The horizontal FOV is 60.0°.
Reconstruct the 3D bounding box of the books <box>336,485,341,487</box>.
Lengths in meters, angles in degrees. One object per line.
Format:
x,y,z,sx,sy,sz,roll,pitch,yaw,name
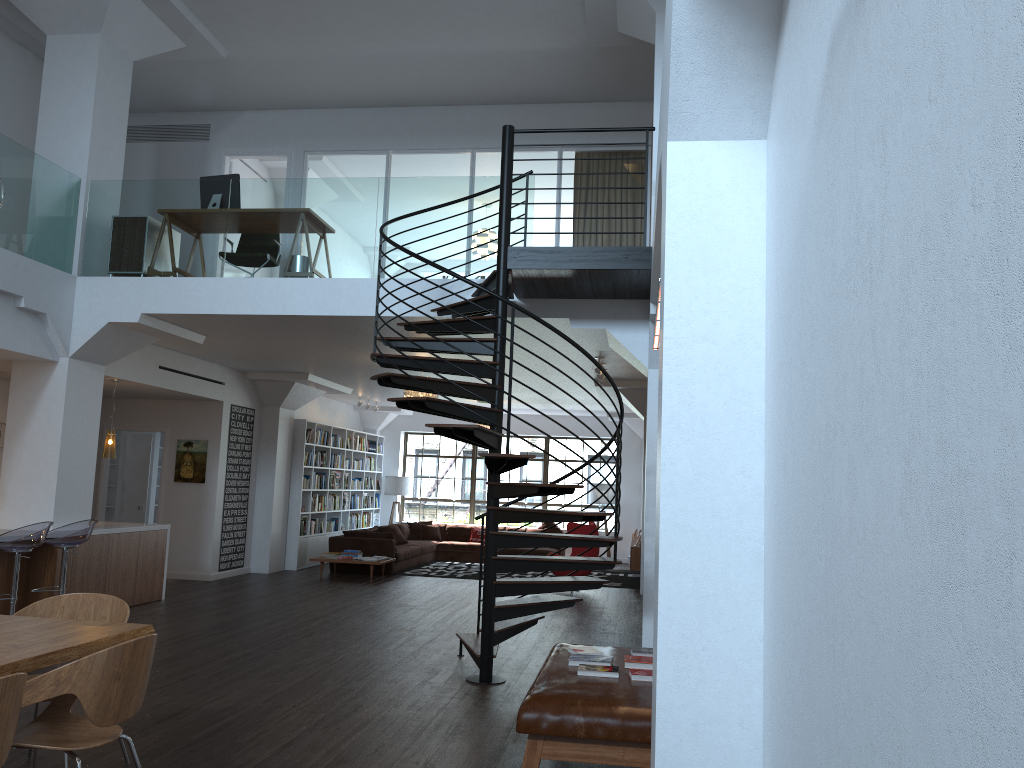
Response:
-3.237,1.856,16.124,0.160,0.039,0.251,1,-7,13,books

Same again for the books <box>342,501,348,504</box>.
-3.193,2.204,16.548,0.231,0.044,0.168,2,-7,3,books

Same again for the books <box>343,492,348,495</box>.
-3.175,2.043,16.549,0.185,0.041,0.129,-1,-7,23,books

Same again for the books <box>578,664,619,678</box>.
0.478,1.581,4.887,0.224,0.032,0.161,1,-7,8,books

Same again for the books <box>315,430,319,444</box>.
-3.367,0.897,14.979,0.170,0.251,0.118,1,-7,8,books

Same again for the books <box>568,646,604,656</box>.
0.453,1.653,5.477,0.161,0.031,0.223,4,-7,-14,books

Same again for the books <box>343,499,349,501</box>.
-3.196,2.162,16.545,0.253,0.040,0.183,1,-7,8,books

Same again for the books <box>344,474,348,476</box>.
-3.176,1.693,16.494,0.223,0.031,0.161,1,-7,8,books

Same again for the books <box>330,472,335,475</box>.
-3.271,1.595,15.769,0.174,0.045,0.240,1,-7,8,books

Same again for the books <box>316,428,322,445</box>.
-3.349,0.894,15.120,0.176,0.293,0.125,1,-7,8,books

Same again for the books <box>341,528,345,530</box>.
-3.260,2.682,16.455,0.284,0.035,0.197,1,-7,8,books

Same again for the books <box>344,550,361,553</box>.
-2.496,2.620,13.896,0.224,0.027,0.157,1,-7,13,books

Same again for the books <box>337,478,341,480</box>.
-3.233,1.731,16.144,0.183,0.042,0.253,1,-7,8,books

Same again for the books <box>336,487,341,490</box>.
-3.235,1.895,16.121,0.171,0.039,0.246,1,-7,8,books

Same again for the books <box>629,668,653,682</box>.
0.754,1.585,4.821,0.224,0.036,0.161,2,-7,3,books

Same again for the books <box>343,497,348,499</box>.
-3.188,2.129,16.555,0.223,0.032,0.161,1,-7,8,books

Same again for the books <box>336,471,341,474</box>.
-3.219,1.610,16.175,0.129,0.043,0.185,-1,-7,23,books

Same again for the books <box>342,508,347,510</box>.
-3.207,2.320,16.522,0.246,0.038,0.171,1,-7,8,books

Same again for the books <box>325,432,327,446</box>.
-3.306,0.948,15.365,0.174,0.243,0.085,1,-7,8,books

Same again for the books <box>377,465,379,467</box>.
-2.904,1.710,18.520,0.204,0.025,0.144,-3,-8,38,books

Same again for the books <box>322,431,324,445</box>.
-3.321,0.932,15.248,0.159,0.248,0.089,1,-7,8,books

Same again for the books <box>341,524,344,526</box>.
-3.262,2.615,16.467,0.254,0.032,0.174,1,-7,13,books

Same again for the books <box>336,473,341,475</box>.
-3.227,1.643,16.176,0.144,0.024,0.208,1,-7,13,books

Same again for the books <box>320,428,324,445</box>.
-3.345,0.902,15.182,0.197,0.290,0.136,1,-7,8,books

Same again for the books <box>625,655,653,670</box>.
0.798,1.620,5.148,0.283,0.043,0.197,1,-7,8,books

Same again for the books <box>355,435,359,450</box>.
-3.062,1.142,17.172,0.176,0.290,0.053,1,-7,8,books

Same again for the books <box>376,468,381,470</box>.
-2.905,1.771,18.514,0.284,0.033,0.197,-1,-7,23,books

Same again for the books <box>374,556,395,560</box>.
-2.027,2.690,13.751,0.256,0.035,0.350,-2,-8,33,books

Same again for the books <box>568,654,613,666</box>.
0.458,1.610,5.156,0.247,0.040,0.185,1,-7,11,books

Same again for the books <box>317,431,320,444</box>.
-3.357,0.908,15.030,0.174,0.242,0.105,1,-7,8,books

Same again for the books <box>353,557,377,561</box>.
-2.228,2.645,13.435,0.231,0.040,0.342,8,-9,-41,books

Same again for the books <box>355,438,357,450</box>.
-3.072,1.154,17.088,0.171,0.246,0.057,1,-7,8,books

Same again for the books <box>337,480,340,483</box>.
-3.242,1.773,16.145,0.168,0.045,0.231,2,-7,3,books

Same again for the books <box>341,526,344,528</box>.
-3.259,2.648,16.459,0.284,0.033,0.197,3,-7,-7,books

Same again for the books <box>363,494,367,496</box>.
-3.020,2.208,17.650,0.223,0.031,0.161,1,-7,8,books

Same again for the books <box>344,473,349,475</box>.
-3.174,1.665,16.506,0.224,0.030,0.161,0,-7,18,books

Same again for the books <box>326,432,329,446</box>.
-3.293,0.954,15.467,0.182,0.255,0.077,1,-7,8,books

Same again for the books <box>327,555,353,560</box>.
-2.625,2.638,13.501,0.236,0.035,0.340,-2,-8,33,books

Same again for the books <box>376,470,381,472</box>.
-2.907,1.805,18.510,0.284,0.035,0.197,-3,-8,38,books

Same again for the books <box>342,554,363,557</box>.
-2.499,2.687,13.887,0.312,0.037,0.216,2,-7,-2,books

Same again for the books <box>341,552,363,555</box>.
-2.501,2.651,13.895,0.279,0.035,0.191,0,-7,18,books

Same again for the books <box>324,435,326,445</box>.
-3.318,0.937,15.328,0.182,0.255,0.077,1,-7,8,books

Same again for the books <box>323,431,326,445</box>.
-3.314,0.934,15.280,0.182,0.253,0.098,1,-7,8,books

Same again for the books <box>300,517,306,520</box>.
-3.472,2.194,14.474,0.174,0.045,0.240,3,-7,-2,books

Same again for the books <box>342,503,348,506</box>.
-3.206,2.247,16.558,0.259,0.040,0.180,1,-7,8,books

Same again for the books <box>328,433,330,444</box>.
-3.292,0.972,15.535,0.167,0.233,0.077,1,-7,8,books

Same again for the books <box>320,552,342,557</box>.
-2.821,2.669,13.874,0.241,0.045,0.334,1,-7,10,books

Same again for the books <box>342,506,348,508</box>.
-3.207,2.283,16.529,0.251,0.037,0.160,1,-7,13,books

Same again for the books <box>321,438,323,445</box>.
-3.330,0.941,15.215,0.161,0.222,0.083,1,-7,8,books

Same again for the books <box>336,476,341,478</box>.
-3.238,1.696,16.155,0.161,0.033,0.223,1,-7,8,books

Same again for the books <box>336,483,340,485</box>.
-3.260,1.815,16.128,0.180,0.042,0.259,1,-7,8,books

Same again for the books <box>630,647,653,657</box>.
0.861,1.661,5.459,0.254,0.044,0.183,2,-7,3,books

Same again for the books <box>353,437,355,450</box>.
-3.097,1.131,16.904,0.189,0.247,0.057,1,-7,8,books
